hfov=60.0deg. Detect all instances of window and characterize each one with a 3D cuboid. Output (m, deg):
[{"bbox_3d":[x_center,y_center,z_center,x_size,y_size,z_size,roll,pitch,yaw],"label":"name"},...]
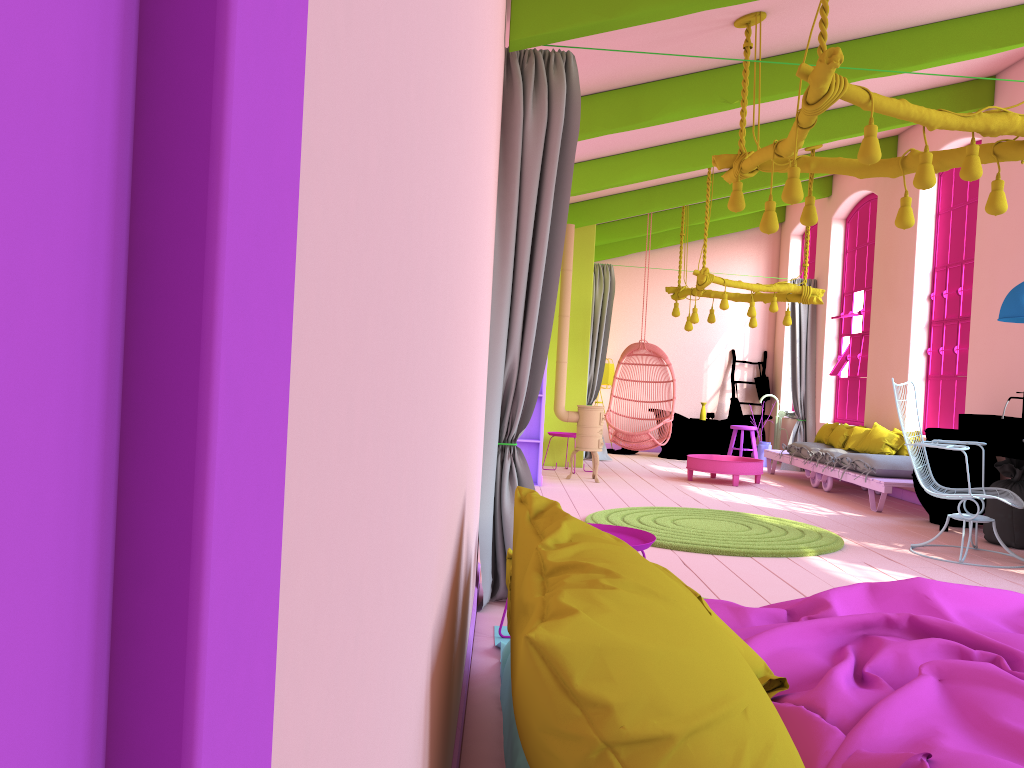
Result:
[{"bbox_3d":[4.529,-0.978,13.412,0.072,3.048,1.274,3,1,-1],"label":"window"},{"bbox_3d":[4.575,-0.947,9.050,0.072,3.048,1.274,3,1,-1],"label":"window"},{"bbox_3d":[4.549,-0.955,11.504,0.551,3.010,1.513,3,1,-1],"label":"window"}]

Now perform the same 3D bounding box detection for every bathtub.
[{"bbox_3d":[3.011,0.792,13.578,1.889,0.740,0.826,3,1,-1],"label":"bathtub"}]

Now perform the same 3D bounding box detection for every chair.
[{"bbox_3d":[1.592,-0.753,10.728,0.860,3.130,0.806,3,1,19],"label":"chair"},{"bbox_3d":[3.194,0.603,6.305,0.924,1.238,1.079,4,1,34],"label":"chair"},{"bbox_3d":[3.222,0.885,12.476,0.473,0.593,0.446,3,1,-32],"label":"chair"}]

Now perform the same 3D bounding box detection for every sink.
[{"bbox_3d":[3.797,0.344,6.992,0.340,0.194,0.609,3,0,-1],"label":"sink"}]

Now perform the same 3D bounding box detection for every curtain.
[{"bbox_3d":[0.055,-0.334,4.384,0.518,2.786,0.525,3,1,-20],"label":"curtain"},{"bbox_3d":[1.173,-0.338,12.493,0.518,2.786,0.525,3,1,-20],"label":"curtain"},{"bbox_3d":[4.105,-0.126,12.519,0.518,2.786,0.525,3,1,19],"label":"curtain"}]

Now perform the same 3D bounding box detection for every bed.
[{"bbox_3d":[1.356,0.895,2.195,2.802,0.514,3.576,3,0,-1],"label":"bed"}]

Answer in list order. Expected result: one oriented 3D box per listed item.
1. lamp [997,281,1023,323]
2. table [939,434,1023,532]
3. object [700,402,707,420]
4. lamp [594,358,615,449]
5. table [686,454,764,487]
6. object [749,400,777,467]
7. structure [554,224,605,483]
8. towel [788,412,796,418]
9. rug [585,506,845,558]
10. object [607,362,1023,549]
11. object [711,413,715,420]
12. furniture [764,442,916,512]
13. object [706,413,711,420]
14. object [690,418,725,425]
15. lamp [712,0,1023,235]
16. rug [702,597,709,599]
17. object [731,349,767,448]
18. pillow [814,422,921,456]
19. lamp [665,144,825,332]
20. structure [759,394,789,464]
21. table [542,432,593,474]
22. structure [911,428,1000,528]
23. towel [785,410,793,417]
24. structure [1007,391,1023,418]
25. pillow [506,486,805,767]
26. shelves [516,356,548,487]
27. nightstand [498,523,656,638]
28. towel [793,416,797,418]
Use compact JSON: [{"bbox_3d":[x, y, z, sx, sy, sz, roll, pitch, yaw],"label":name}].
[{"bbox_3d":[3.798,-1.448,6.279,0.528,2.002,0.529,4,1,31],"label":"lamp"},{"bbox_3d":[3.947,0.847,6.354,0.655,0.821,2.192,3,0,-1],"label":"table"},{"bbox_3d":[2.918,0.442,13.541,0.097,0.321,0.097,3,1,11],"label":"object"},{"bbox_3d":[1.363,0.318,14.180,0.491,1.467,0.476,4,1,29],"label":"lamp"},{"bbox_3d":[2.495,1.011,10.417,0.885,0.285,0.885,3,0,25],"label":"table"},{"bbox_3d":[3.629,0.704,12.819,0.451,0.987,0.277,4,1,44],"label":"object"},{"bbox_3d":[0.809,-0.340,9.888,0.577,2.815,0.403,3,1,17],"label":"structure"},{"bbox_3d":[4.332,0.465,13.425,0.247,0.102,0.262,3,0,-10],"label":"towel"},{"bbox_3d":[1.512,1.103,6.753,1.889,0.050,1.888,3,0,-13],"label":"rug"},{"bbox_3d":[2.754,0.378,10.586,2.827,1.580,7.863,3,0,0],"label":"object"},{"bbox_3d":[3.060,0.522,13.542,0.069,0.170,0.069,3,1,19],"label":"object"},{"bbox_3d":[3.795,0.971,10.144,0.907,0.507,3.775,3,0,-1],"label":"furniture"},{"bbox_3d":[2.962,0.518,13.378,0.069,0.170,0.069,3,1,19],"label":"object"},{"bbox_3d":[2.989,0.579,13.575,0.360,0.068,1.323,3,0,-1],"label":"object"},{"bbox_3d":[1.824,-1.915,4.777,1.611,2.265,1.775,3,1,-19],"label":"lamp"},{"bbox_3d":[0.725,1.087,4.202,0.792,0.021,0.792,3,0,27],"label":"rug"},{"bbox_3d":[3.821,0.327,14.311,0.603,1.765,0.410,3,1,-1],"label":"object"},{"bbox_3d":[3.981,0.616,10.221,0.578,0.399,1.997,3,0,-1],"label":"pillow"},{"bbox_3d":[2.496,-1.719,10.330,1.611,2.265,1.775,3,1,-19],"label":"lamp"},{"bbox_3d":[4.017,0.691,13.567,0.451,1.062,0.254,4,1,43],"label":"structure"},{"bbox_3d":[0.714,0.826,10.748,0.596,0.458,0.596,4,1,37],"label":"table"},{"bbox_3d":[3.933,0.827,7.863,0.718,0.845,0.718,3,1,-33],"label":"structure"},{"bbox_3d":[4.329,0.463,13.692,0.262,0.102,0.247,3,0,0],"label":"towel"},{"bbox_3d":[3.987,0.255,7.018,0.166,0.397,0.087,3,1,9],"label":"structure"},{"bbox_3d":[0.280,0.675,1.922,0.848,0.822,2.616,3,0,-11],"label":"pillow"},{"bbox_3d":[-0.547,-0.539,9.131,1.841,3.105,0.384,3,1,-1],"label":"shelves"},{"bbox_3d":[0.292,0.849,3.726,0.596,0.458,0.596,4,1,37],"label":"nightstand"},{"bbox_3d":[4.333,0.467,13.155,0.262,0.102,0.247,3,0,-5],"label":"towel"}]
